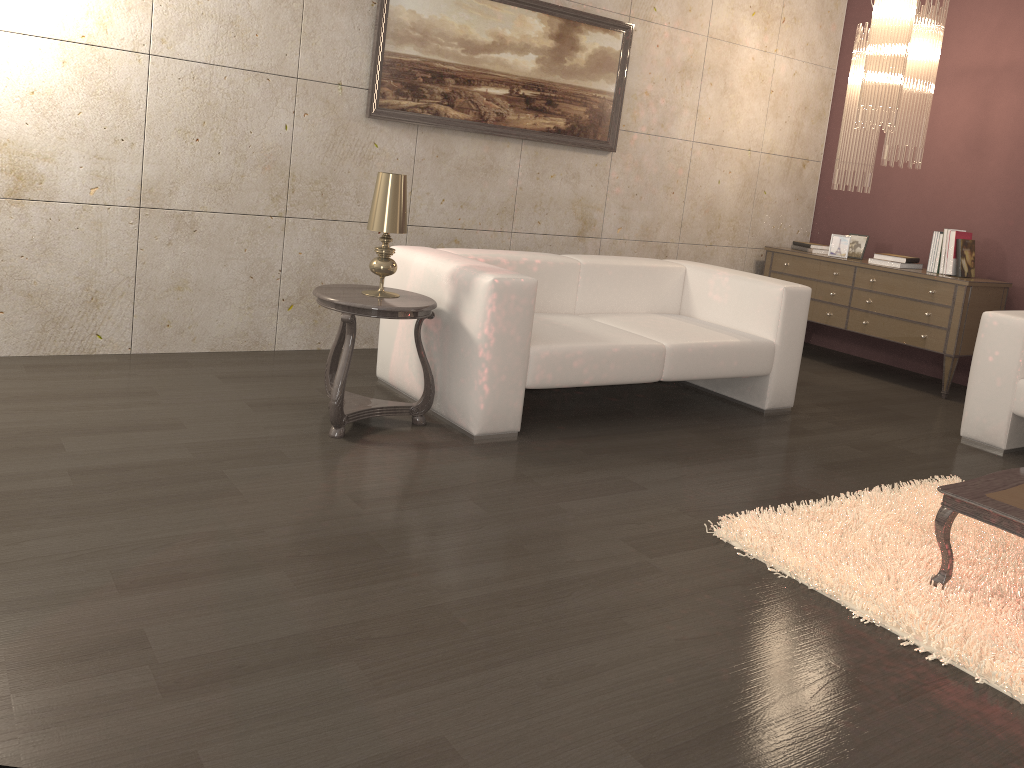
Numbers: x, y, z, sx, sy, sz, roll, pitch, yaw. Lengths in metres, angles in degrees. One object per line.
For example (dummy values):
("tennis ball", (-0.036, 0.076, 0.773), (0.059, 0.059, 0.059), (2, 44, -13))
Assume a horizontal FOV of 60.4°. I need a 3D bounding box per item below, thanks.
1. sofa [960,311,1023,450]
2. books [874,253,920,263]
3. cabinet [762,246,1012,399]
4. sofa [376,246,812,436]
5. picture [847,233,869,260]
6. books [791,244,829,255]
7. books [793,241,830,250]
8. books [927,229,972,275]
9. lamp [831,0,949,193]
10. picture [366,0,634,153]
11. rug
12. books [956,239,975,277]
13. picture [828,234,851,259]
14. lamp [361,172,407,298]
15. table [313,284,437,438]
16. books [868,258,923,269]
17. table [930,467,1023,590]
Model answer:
("sofa", (3.392, 0.282, 3.498), (0.943, 0.639, 2.839), (-1, 15, -34))
("books", (2.558, -0.836, 5.857), (0.214, 0.033, 0.290), (18, 17, 38))
("cabinet", (2.437, -0.464, 6.008), (0.531, 0.717, 1.559), (0, 14, -34))
("sofa", (0.446, -0.270, 4.353), (2.026, 0.640, 0.962), (-3, 15, -34))
("picture", (2.414, -0.966, 6.185), (0.143, 0.168, 0.078), (15, 12, 39))
("books", (2.194, -0.976, 6.407), (0.200, 0.031, 0.281), (3, 14, -15))
("books", (2.176, -1.006, 6.396), (0.169, 0.027, 0.238), (3, 14, -15))
("books", (2.793, -0.841, 5.606), (0.204, 0.285, 0.181), (0, 11, -35))
("lamp", (2.392, -2.531, 5.186), (0.484, 2.791, 0.491), (7, 7, 2))
("picture", (-0.005, -1.817, 5.049), (1.715, 0.781, 0.054), (-2, 11, -35))
("rug", (1.747, 0.675, 2.446), (1.509, 0.066, 2.038), (-3, 17, -34))
("books", (2.845, -0.788, 5.524), (0.172, 0.233, 0.069), (0, 10, -35))
("picture", (2.267, -0.954, 6.095), (0.129, 0.154, 0.051), (11, 9, 25))
("lamp", (-0.498, -0.593, 3.494), (0.159, 0.476, 0.162), (6, 8, -2))
("table", (-0.555, -0.100, 3.532), (0.522, 0.513, 0.523), (4, 11, -12))
("books", (2.547, -0.799, 5.844), (0.308, 0.035, 0.229), (-5, 18, -39))
("table", (1.785, 0.537, 2.424), (0.905, 0.297, 0.932), (-3, 16, -36))
